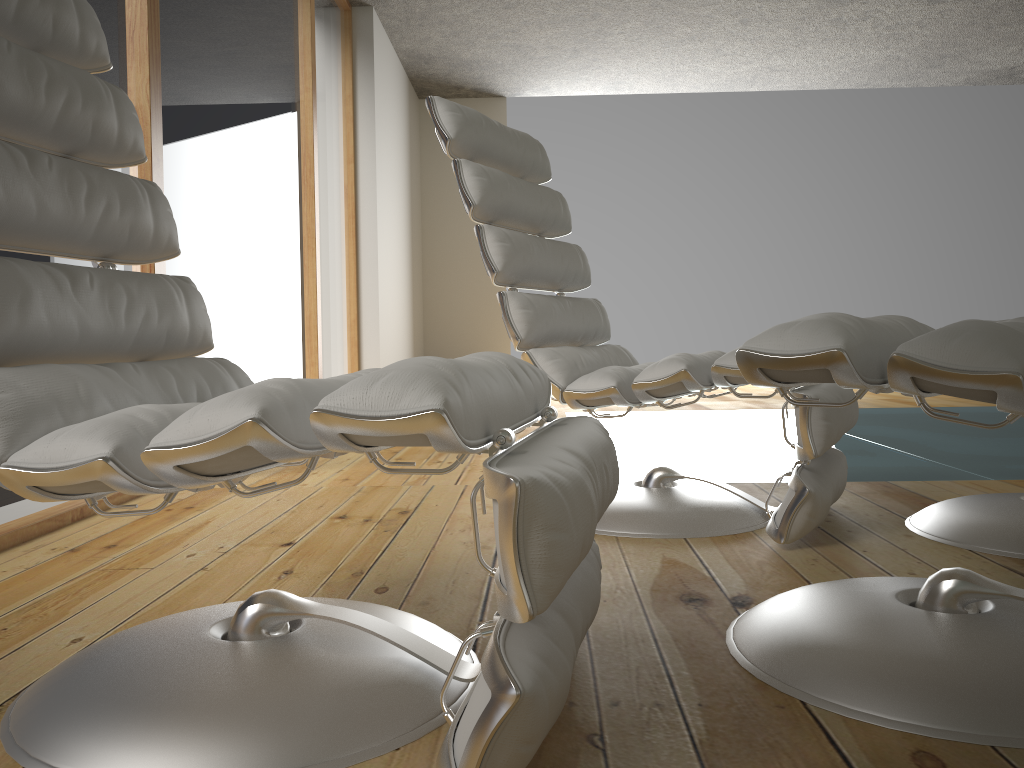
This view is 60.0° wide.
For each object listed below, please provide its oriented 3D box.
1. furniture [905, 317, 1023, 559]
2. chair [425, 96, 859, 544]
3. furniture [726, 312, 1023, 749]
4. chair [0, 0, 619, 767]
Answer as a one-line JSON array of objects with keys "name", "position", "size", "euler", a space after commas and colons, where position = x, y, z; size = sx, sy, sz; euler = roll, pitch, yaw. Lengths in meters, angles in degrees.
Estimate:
[{"name": "furniture", "position": [1.166, 0.083, 1.795], "size": [0.686, 0.439, 0.570], "euler": [-1, 2, 8]}, {"name": "chair", "position": [0.310, -0.183, 2.083], "size": [0.914, 0.968, 0.570], "euler": [0, 2, 27]}, {"name": "furniture", "position": [0.609, 0.127, 1.099], "size": [0.686, 0.439, 0.570], "euler": [1, 3, 37]}, {"name": "chair", "position": [-0.343, -0.121, 1.083], "size": [0.914, 0.968, 0.570], "euler": [-1, 2, 12]}]
